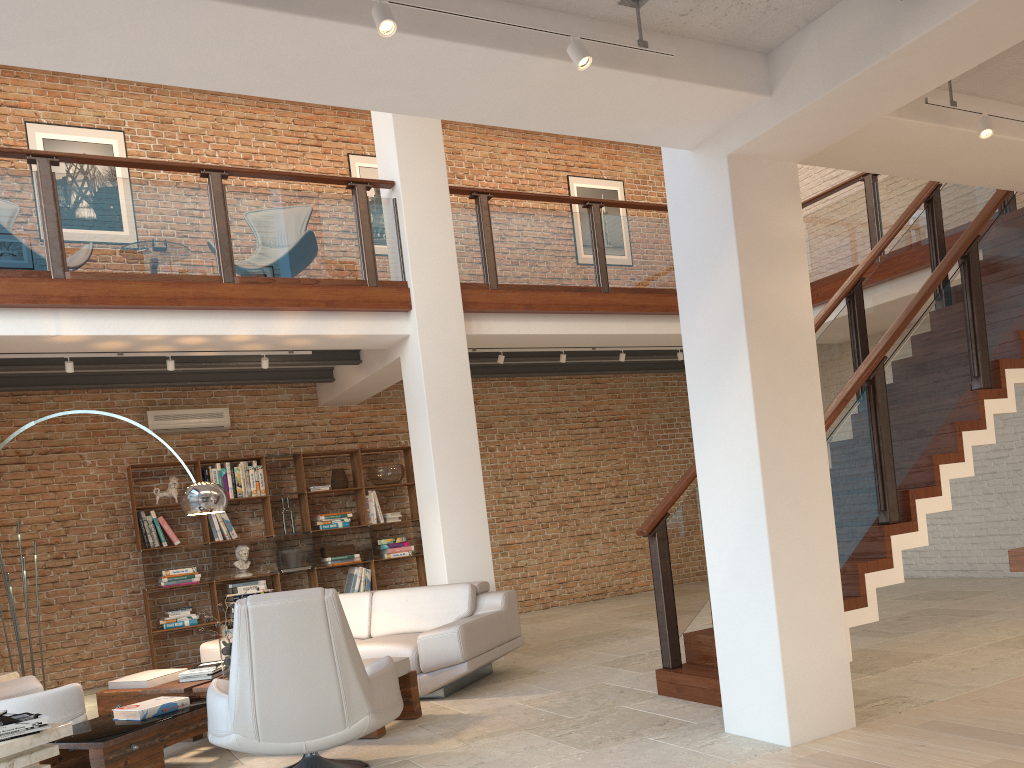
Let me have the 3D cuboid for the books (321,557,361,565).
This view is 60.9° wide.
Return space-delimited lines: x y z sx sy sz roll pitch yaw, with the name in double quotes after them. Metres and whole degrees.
-1.929 1.990 9.808 0.377 0.036 0.248 -1 -10 -33 "books"

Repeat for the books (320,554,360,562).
-1.929 1.948 9.770 0.377 0.036 0.248 -2 -10 -30 "books"

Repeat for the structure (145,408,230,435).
-3.406 0.389 9.179 0.807 0.217 0.203 -2 -5 -28 "structure"

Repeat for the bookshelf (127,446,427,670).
-2.407 1.875 9.514 3.013 2.187 0.368 -4 0 -28 "bookshelf"

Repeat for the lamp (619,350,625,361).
1.172 -0.293 9.275 0.060 0.128 0.087 -7 -1 -27 "lamp"

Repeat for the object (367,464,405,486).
-1.450 1.063 10.053 0.441 0.217 0.438 -8 -7 13 "object"

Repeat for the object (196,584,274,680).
-1.721 1.602 5.661 0.320 0.603 0.539 -7 -3 32 "object"

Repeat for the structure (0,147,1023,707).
1.817 -0.425 4.226 10.088 4.104 14.101 -3 -9 -28 "structure"

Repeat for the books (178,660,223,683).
-2.086 1.954 5.952 0.250 0.074 0.405 -7 -8 3 "books"

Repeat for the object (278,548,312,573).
-2.394 1.919 9.500 0.333 0.231 0.288 -4 -5 -29 "object"

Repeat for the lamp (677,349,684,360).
1.859 -0.317 9.636 0.060 0.128 0.087 -7 -2 21 "lamp"

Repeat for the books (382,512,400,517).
-1.398 1.510 10.075 0.131 0.033 0.209 0 -11 -38 "books"

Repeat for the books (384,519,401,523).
-1.389 1.591 10.094 0.170 0.018 0.240 -3 -9 -21 "books"

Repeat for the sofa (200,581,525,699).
-1.185 2.047 6.919 2.351 0.751 1.145 -10 -6 22 "sofa"

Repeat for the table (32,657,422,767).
-1.925 2.054 5.362 2.226 0.425 1.974 -10 -9 22 "table"

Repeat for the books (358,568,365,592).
-1.735 2.263 9.885 0.097 0.352 0.275 -7 -2 -29 "books"

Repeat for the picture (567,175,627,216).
1.201 -2.200 11.834 0.906 1.190 0.028 -5 1 -28 "picture"

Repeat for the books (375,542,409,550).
-1.389 1.874 10.095 0.324 0.055 0.259 -2 -10 -28 "books"

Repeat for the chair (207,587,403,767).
-1.064 1.520 4.397 1.023 1.009 0.983 -6 -3 -12 "chair"

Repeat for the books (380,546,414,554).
-1.338 1.926 10.108 0.324 0.055 0.259 -1 -10 -33 "books"

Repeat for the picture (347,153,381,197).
-1.454 -2.113 10.407 0.906 1.190 0.028 -5 1 -28 "picture"

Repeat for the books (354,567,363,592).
-1.778 2.254 9.851 0.160 0.371 0.247 -7 -1 -29 "books"

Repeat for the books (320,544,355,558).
-1.952 1.872 9.770 0.333 0.118 0.216 -3 -8 -28 "books"

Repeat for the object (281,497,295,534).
-2.440 1.429 9.469 0.120 0.397 0.062 -7 2 -26 "object"

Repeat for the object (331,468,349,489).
-1.932 1.066 9.746 0.194 0.231 0.193 -8 -3 19 "object"

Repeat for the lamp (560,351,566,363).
0.521 -0.272 8.925 0.060 0.128 0.087 -7 -1 -27 "lamp"

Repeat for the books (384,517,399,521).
-1.392 1.562 10.077 0.132 0.033 0.209 -4 -9 -19 "books"

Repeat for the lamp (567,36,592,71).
0.234 -1.155 3.038 0.087 0.128 0.059 -8 -1 31 "lamp"

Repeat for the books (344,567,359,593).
-1.825 2.260 9.853 0.162 0.370 0.247 -7 -1 -29 "books"

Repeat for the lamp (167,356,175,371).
-2.797 -0.164 7.141 0.060 0.128 0.087 -7 -1 -27 "lamp"

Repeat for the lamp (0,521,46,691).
-4.365 2.013 7.716 0.202 1.811 0.413 -6 2 31 "lamp"

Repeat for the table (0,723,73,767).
-2.346 1.847 3.945 0.499 0.501 0.494 -8 -4 21 "table"

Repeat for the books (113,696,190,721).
-2.059 1.852 4.982 0.258 0.056 0.326 -12 -10 31 "books"

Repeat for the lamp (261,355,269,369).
-2.129 -0.190 7.511 0.060 0.115 0.096 -6 -2 -22 "lamp"

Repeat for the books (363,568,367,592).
-1.721 2.266 9.903 0.097 0.352 0.275 -7 -2 -29 "books"

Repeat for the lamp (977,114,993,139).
2.234 -1.219 4.119 0.060 0.128 0.087 -7 -2 21 "lamp"

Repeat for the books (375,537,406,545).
-1.410 1.819 10.085 0.325 0.055 0.259 -4 -9 -18 "books"

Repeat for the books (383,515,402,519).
-1.390 1.537 10.084 0.170 0.018 0.240 -2 -10 -25 "books"

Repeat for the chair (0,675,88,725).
-3.233 1.905 5.241 0.976 0.992 1.042 -3 -5 -44 "chair"

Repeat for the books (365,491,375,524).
-1.639 1.416 9.952 0.036 0.381 0.247 -8 -1 -29 "books"

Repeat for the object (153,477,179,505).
-3.525 1.087 8.899 0.250 0.281 0.132 -6 -1 -21 "object"

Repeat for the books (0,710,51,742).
-2.407 1.569 3.987 0.387 0.079 0.578 1 -12 -44 "books"

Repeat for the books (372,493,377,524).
-1.617 1.430 9.975 0.020 0.357 0.275 -8 -1 -29 "books"

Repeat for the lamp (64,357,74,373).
-3.449 -0.146 6.791 0.060 0.120 0.087 -6 -2 -27 "lamp"

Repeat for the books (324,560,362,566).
-1.907 2.015 9.803 0.353 0.020 0.277 -2 -10 -30 "books"

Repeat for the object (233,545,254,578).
-2.872 1.883 9.275 0.195 0.348 0.195 -6 -1 -13 "object"

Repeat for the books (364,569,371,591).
-1.674 2.270 9.912 0.115 0.332 0.258 -7 -2 -29 "books"

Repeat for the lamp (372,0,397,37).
-0.397 -1.134 2.696 0.060 0.128 0.087 -7 -1 -27 "lamp"

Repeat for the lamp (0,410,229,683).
-2.936 1.349 6.214 2.038 2.340 0.317 -7 1 8 "lamp"

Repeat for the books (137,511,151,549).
-3.744 1.485 8.832 0.090 0.382 0.247 -7 -1 -29 "books"

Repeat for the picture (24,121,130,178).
-4.353 -2.018 8.848 0.906 1.190 0.028 -5 1 -28 "picture"

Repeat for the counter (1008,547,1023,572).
3.000 0.738 2.164 1.675 0.911 2.541 -3 -8 -29 "counter"

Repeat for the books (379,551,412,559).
-1.354 1.982 10.098 0.324 0.055 0.259 -2 -9 -26 "books"

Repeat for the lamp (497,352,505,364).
-0.110 -0.252 8.583 0.087 0.128 0.059 -8 -1 31 "lamp"
